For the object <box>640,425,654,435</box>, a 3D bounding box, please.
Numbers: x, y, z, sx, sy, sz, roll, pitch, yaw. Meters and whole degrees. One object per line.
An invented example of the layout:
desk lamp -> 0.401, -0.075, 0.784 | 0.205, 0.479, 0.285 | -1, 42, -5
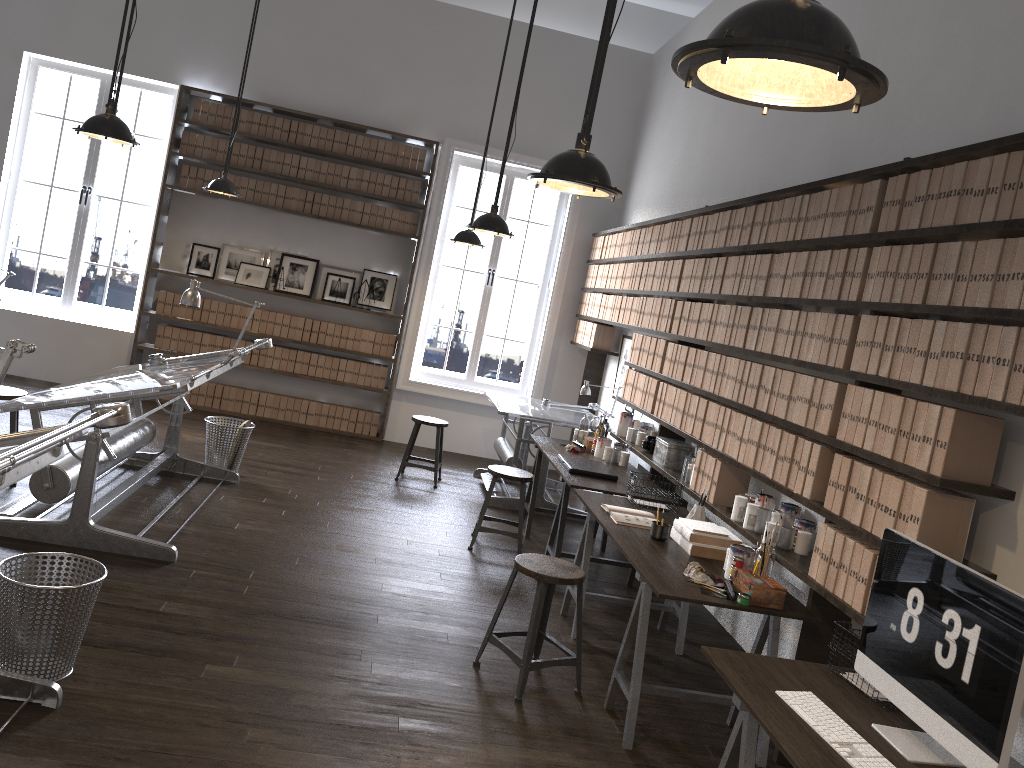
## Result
object -> 0.972, 0.374, 6.435 | 0.094, 0.128, 0.095 | 13, 4, 22

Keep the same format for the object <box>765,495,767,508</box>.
object -> 1.189, 0.609, 4.164 | 0.030, 0.168, 0.004 | 12, 2, 14

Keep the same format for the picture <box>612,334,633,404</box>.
picture -> 0.974, -0.133, 7.692 | 0.040, 0.573, 0.417 | 11, 3, -8

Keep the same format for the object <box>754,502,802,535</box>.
object -> 1.230, 0.631, 4.115 | 0.205, 0.161, 0.094 | 11, 3, -6

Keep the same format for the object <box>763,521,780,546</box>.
object -> 1.142, 0.660, 3.903 | 0.062, 0.095, 0.062 | 13, 4, 24

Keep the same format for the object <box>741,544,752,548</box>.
object -> 1.030, 0.768, 3.941 | 0.062, 0.094, 0.061 | 13, 4, 33

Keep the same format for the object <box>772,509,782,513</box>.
object -> 1.215, 0.645, 4.101 | 0.045, 0.127, 0.044 | 12, 3, 10

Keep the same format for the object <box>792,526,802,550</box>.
object -> 1.246, 0.681, 3.903 | 0.045, 0.102, 0.044 | 11, 3, -17

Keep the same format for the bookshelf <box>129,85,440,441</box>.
bookshelf -> -2.300, -0.793, 8.761 | 2.470, 3.715, 0.414 | 11, 2, -8

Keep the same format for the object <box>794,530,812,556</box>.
object -> 1.263, 0.690, 3.844 | 0.062, 0.095, 0.062 | 13, 4, 24

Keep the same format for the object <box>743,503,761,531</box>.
object -> 1.123, 0.623, 4.148 | 0.061, 0.119, 0.062 | 9, 4, -39

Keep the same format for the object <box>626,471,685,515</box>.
object -> 0.788, 0.599, 4.893 | 0.283, 0.160, 0.204 | 11, 4, -8

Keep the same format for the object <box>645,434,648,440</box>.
object -> 0.966, 0.404, 6.349 | 0.054, 0.080, 0.054 | 13, 4, 19

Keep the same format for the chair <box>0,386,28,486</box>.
chair -> -3.065, 0.293, 5.200 | 0.370, 0.527, 0.361 | 9, 4, -29

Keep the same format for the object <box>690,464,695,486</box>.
object -> 1.067, 0.526, 5.026 | 0.094, 0.128, 0.095 | 11, 3, -1

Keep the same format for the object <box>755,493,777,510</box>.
object -> 1.203, 0.614, 4.241 | 0.094, 0.161, 0.095 | 11, 3, -12

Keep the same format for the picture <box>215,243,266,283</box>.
picture -> -2.675, -1.164, 8.719 | 0.415, 0.364, 0.083 | 11, 3, -8

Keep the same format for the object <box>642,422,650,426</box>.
object -> 0.976, 0.350, 6.584 | 0.072, 0.129, 0.071 | 14, 4, 39

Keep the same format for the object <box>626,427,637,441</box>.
object -> 0.862, 0.367, 6.407 | 0.061, 0.094, 0.062 | 10, 4, -22

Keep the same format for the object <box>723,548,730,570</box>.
object -> 0.953, 0.763, 3.828 | 0.062, 0.094, 0.061 | 14, 4, 42

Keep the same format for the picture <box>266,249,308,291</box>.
picture -> -2.253, -1.106, 8.779 | 0.369, 0.405, 0.091 | 11, 3, -8

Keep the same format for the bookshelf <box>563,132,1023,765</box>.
bookshelf -> 1.240, 0.594, 4.407 | 0.373, 3.198, 9.219 | 11, 5, -8

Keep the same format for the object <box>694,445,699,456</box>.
object -> 1.141, 0.476, 5.412 | 0.078, 0.188, 0.079 | 10, 3, -29

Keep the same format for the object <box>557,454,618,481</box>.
object -> 0.475, 0.530, 5.634 | 0.311, 0.033, 0.448 | 11, 5, -8

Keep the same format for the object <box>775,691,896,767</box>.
object -> 0.864, 0.929, 2.371 | 0.118, 0.017, 0.441 | 10, 5, -13

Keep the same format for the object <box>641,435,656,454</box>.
object -> 0.930, 0.405, 6.063 | 0.091, 0.108, 0.171 | 11, 5, -8

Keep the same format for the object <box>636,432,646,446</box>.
object -> 0.914, 0.390, 6.281 | 0.061, 0.094, 0.062 | 10, 4, -22

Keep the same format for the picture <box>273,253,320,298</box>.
picture -> -2.126, -1.069, 8.744 | 0.373, 0.390, 0.149 | 11, 3, -8

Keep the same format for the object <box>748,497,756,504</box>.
object -> 1.162, 0.616, 4.300 | 0.044, 0.127, 0.045 | 11, 3, -8

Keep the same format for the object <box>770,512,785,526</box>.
object -> 1.204, 0.649, 4.040 | 0.061, 0.119, 0.062 | 9, 4, -39

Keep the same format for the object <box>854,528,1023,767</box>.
object -> 1.162, 0.732, 2.379 | 0.204, 0.516, 0.646 | 11, 4, -8

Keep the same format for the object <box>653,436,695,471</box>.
object -> 1.025, 0.444, 5.633 | 0.192, 0.152, 0.318 | 11, 5, -9

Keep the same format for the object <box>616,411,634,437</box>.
object -> 0.842, 0.302, 6.616 | 0.107, 0.176, 0.107 | 11, 3, -6

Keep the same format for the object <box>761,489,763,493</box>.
object -> 1.216, 0.598, 4.342 | 0.009, 0.168, 0.041 | 11, 3, -5

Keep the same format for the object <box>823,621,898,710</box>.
object -> 1.142, 0.874, 2.749 | 0.203, 0.160, 0.285 | 10, 5, -16

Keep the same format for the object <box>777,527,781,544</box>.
object -> 1.209, 0.679, 3.955 | 0.054, 0.081, 0.054 | 10, 3, -18

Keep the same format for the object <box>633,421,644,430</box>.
object -> 0.924, 0.345, 6.524 | 0.070, 0.130, 0.070 | 13, 4, 30

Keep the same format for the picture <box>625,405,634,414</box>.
picture -> 0.987, 0.148, 7.299 | 0.023, 0.183, 0.252 | 11, 4, -8

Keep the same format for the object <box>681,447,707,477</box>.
object -> 1.092, 0.432, 5.259 | 0.156, 0.271, 0.182 | 10, 4, -24

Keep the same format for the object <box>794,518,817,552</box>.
object -> 1.299, 0.674, 3.950 | 0.094, 0.129, 0.094 | 10, 4, -21

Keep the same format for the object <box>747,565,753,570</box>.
object -> 0.987, 0.796, 3.630 | 0.059, 0.088, 0.060 | 11, 3, -3

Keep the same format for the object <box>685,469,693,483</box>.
object -> 1.093, 0.541, 5.103 | 0.181, 0.093, 0.062 | 12, 3, 6

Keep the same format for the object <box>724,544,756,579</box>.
object -> 0.957, 0.755, 3.717 | 0.104, 0.141, 0.105 | 11, 3, 0

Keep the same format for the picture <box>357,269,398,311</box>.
picture -> -1.348, -0.943, 8.870 | 0.342, 0.363, 0.161 | 11, 3, -8

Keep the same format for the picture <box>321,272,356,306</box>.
picture -> -1.723, -0.943, 8.811 | 0.289, 0.290, 0.127 | 11, 3, -8

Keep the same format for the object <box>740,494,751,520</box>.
object -> 1.137, 0.607, 4.351 | 0.063, 0.118, 0.062 | 13, 4, 33

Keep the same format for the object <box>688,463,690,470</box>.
object -> 1.021, 0.509, 5.118 | 0.004, 0.103, 0.035 | 11, 3, -13

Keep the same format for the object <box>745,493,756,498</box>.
object -> 1.179, 0.610, 4.404 | 0.062, 0.119, 0.061 | 13, 4, 33

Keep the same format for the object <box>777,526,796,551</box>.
object -> 1.199, 0.675, 3.870 | 0.063, 0.094, 0.063 | 13, 4, 24

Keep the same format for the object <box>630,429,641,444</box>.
object -> 0.885, 0.378, 6.341 | 0.063, 0.093, 0.063 | 10, 4, -22

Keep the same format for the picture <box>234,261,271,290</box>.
picture -> -2.535, -1.059, 8.667 | 0.299, 0.228, 0.145 | 11, 3, -8

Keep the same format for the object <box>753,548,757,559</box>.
object -> 1.054, 0.775, 3.778 | 0.094, 0.128, 0.095 | 11, 4, -12

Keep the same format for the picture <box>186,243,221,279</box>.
picture -> -3.027, -1.207, 8.692 | 0.266, 0.314, 0.058 | 11, 3, -8

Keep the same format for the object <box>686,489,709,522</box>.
object -> 0.958, 0.642, 4.541 | 0.102, 0.209, 0.101 | 14, 4, 37

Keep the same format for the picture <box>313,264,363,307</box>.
picture -> -1.733, -0.983, 8.849 | 0.433, 0.360, 0.095 | 11, 3, -8

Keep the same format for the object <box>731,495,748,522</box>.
object -> 1.102, 0.605, 4.291 | 0.062, 0.119, 0.061 | 14, 4, 42
